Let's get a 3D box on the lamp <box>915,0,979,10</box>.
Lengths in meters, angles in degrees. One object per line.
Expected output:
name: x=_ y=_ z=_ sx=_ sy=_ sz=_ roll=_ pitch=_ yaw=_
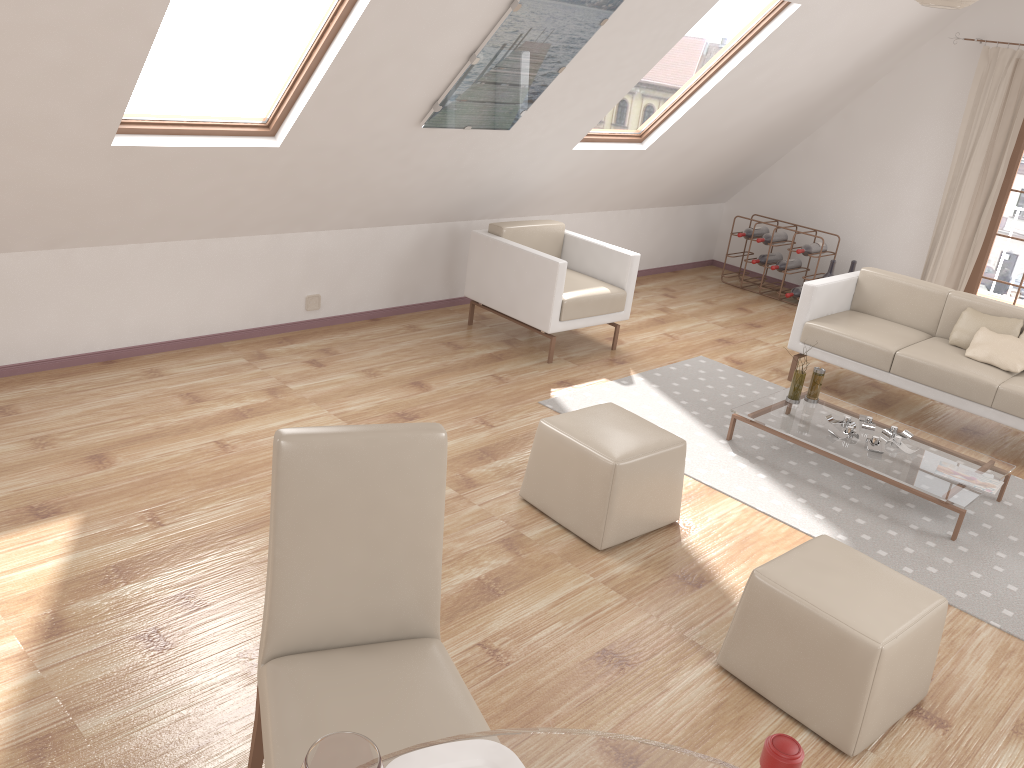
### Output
lamp: x=1.582 y=-1.593 z=3.119 sx=0.340 sy=0.497 sz=0.340 roll=5 pitch=22 yaw=-8

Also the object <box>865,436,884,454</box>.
object: x=1.749 y=0.290 z=4.270 sx=0.064 sy=0.051 sz=0.143 roll=12 pitch=22 yaw=11

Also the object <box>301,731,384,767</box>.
object: x=-0.223 y=0.554 z=1.146 sx=0.136 sy=0.183 sz=0.136 roll=16 pitch=23 yaw=19

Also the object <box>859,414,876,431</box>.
object: x=1.831 y=0.185 z=4.563 sx=0.064 sy=0.052 sz=0.143 roll=12 pitch=22 yaw=11

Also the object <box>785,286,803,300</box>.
object: x=2.452 y=-0.778 z=7.568 sx=0.109 sy=0.109 sz=0.435 roll=26 pitch=28 yaw=38

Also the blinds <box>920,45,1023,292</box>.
blinds: x=3.498 y=-1.443 z=6.798 sx=0.423 sy=2.130 sz=0.120 roll=24 pitch=27 yaw=36

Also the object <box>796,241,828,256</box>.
object: x=2.501 y=-1.126 z=7.433 sx=0.109 sy=0.109 sz=0.435 roll=26 pitch=28 yaw=38

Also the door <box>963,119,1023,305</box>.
door: x=4.176 y=-1.070 z=6.345 sx=1.546 sy=2.001 sz=0.098 roll=26 pitch=28 yaw=38

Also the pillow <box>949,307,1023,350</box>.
pillow: x=2.794 y=-0.306 z=5.241 sx=0.185 sy=0.235 sz=0.351 roll=-12 pitch=29 yaw=-41

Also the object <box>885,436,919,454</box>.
object: x=1.903 y=0.292 z=4.316 sx=0.143 sy=0.052 sz=0.064 roll=26 pitch=28 yaw=38

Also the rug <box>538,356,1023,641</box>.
rug: x=1.686 y=0.434 z=4.467 sx=2.800 sy=0.007 sz=1.600 roll=26 pitch=28 yaw=38

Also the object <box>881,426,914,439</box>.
object: x=1.944 y=0.240 z=4.463 sx=0.143 sy=0.052 sz=0.064 roll=1 pitch=22 yaw=-17

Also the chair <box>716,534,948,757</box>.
chair: x=1.029 y=0.784 z=2.814 sx=0.506 sy=0.394 sz=0.506 roll=-12 pitch=29 yaw=-40

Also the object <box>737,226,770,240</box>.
object: x=2.104 y=-1.318 z=7.775 sx=0.110 sy=0.110 sz=0.439 roll=26 pitch=28 yaw=38

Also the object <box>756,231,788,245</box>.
object: x=2.237 y=-1.254 z=7.665 sx=0.109 sy=0.109 sz=0.435 roll=26 pitch=28 yaw=38

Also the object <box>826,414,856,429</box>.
object: x=1.677 y=0.182 z=4.516 sx=0.143 sy=0.052 sz=0.064 roll=26 pitch=28 yaw=38

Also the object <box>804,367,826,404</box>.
object: x=1.628 y=0.006 z=4.757 sx=0.075 sy=0.185 sz=0.075 roll=2 pitch=22 yaw=-15

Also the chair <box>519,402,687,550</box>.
chair: x=0.393 y=0.351 z=3.690 sx=0.506 sy=0.394 sz=0.506 roll=-11 pitch=28 yaw=-40

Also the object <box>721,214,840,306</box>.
object: x=2.313 y=-1.079 z=7.692 sx=0.854 sy=0.608 sz=0.417 roll=26 pitch=28 yaw=38

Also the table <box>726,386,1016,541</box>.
table: x=1.771 y=0.351 z=4.456 sx=1.173 sy=0.190 sz=0.730 roll=26 pitch=28 yaw=38

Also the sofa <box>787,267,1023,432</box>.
sofa: x=2.691 y=-0.114 z=5.244 sx=1.880 sy=0.706 sz=0.820 roll=26 pitch=28 yaw=38

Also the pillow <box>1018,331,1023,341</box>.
pillow: x=3.031 y=-0.187 z=5.026 sx=0.196 sy=0.225 sz=0.351 roll=-11 pitch=28 yaw=-39

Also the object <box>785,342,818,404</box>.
object: x=1.517 y=-0.075 z=4.686 sx=0.184 sy=0.359 sz=0.123 roll=5 pitch=21 yaw=-6

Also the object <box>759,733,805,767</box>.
object: x=0.242 y=0.556 z=0.952 sx=0.109 sy=0.435 sz=0.109 roll=24 pitch=26 yaw=35

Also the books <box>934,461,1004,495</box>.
books: x=2.104 y=0.433 z=4.093 sx=0.280 sy=0.005 sz=0.192 roll=22 pitch=25 yaw=31

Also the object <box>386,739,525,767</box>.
object: x=-0.070 y=0.610 z=1.278 sx=0.228 sy=0.020 sz=0.228 roll=-2 pitch=23 yaw=-24

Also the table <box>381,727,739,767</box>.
table: x=0.081 y=1.148 z=1.053 sx=1.198 sy=0.770 sz=1.198 roll=-3 pitch=24 yaw=-25

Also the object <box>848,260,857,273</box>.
object: x=2.826 y=-0.823 z=7.463 sx=0.115 sy=0.443 sz=0.120 roll=23 pitch=26 yaw=33

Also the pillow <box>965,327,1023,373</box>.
pillow: x=2.790 y=-0.187 z=5.058 sx=0.227 sy=0.170 sz=0.363 roll=-11 pitch=28 yaw=-39

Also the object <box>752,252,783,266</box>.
object: x=2.213 y=-1.082 z=7.731 sx=0.109 sy=0.109 sz=0.435 roll=26 pitch=28 yaw=38

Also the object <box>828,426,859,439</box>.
object: x=1.636 y=0.235 z=4.369 sx=0.143 sy=0.052 sz=0.064 roll=1 pitch=22 yaw=-17

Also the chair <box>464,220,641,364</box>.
chair: x=0.248 y=-0.633 z=5.711 sx=0.748 sy=0.706 sz=0.820 roll=-13 pitch=29 yaw=-42

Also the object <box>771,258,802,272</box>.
object: x=2.344 y=-1.015 z=7.616 sx=0.109 sy=0.109 sz=0.435 roll=26 pitch=28 yaw=38

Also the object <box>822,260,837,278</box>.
object: x=2.621 y=-0.814 z=7.371 sx=0.115 sy=0.443 sz=0.120 roll=23 pitch=26 yaw=33

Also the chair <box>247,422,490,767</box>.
chair: x=-0.283 y=0.664 z=1.844 sx=0.477 sy=0.999 sz=0.618 roll=-1 pitch=23 yaw=-22

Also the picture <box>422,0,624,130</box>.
picture: x=0.043 y=-1.618 z=4.505 sx=0.683 sy=0.738 sz=0.650 roll=26 pitch=28 yaw=38
